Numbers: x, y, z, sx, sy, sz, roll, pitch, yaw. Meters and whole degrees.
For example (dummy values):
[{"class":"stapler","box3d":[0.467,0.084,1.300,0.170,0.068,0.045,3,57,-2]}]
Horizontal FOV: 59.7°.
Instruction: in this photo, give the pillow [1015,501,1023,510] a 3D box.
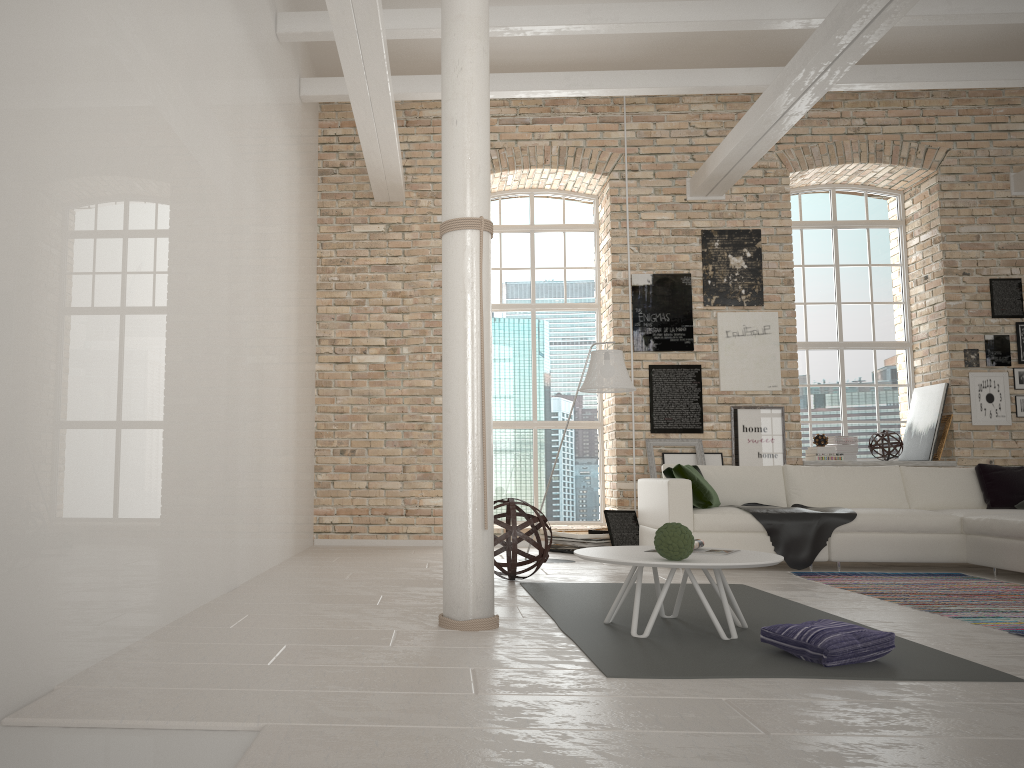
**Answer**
[{"class":"pillow","box3d":[4.096,0.810,6.754,0.334,0.305,0.425,1,-6,-11]}]

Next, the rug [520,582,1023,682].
[{"class":"rug","box3d":[0.902,1.153,4.406,1.436,0.042,2.719,1,-6,-4]}]

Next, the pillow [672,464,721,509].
[{"class":"pillow","box3d":[1.446,0.800,6.995,0.322,0.344,0.394,-3,-7,24]}]

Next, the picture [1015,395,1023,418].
[{"class":"picture","box3d":[4.942,0.216,8.584,0.177,0.213,0.011,-1,-6,3]}]

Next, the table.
[{"class":"table","box3d":[0.748,0.945,4.058,0.944,0.342,0.878,-1,-6,14]}]

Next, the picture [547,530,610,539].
[{"class":"picture","box3d":[0.794,1.373,8.205,0.748,0.048,0.614,3,-6,-22]}]

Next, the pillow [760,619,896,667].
[{"class":"pillow","box3d":[1.205,0.999,3.423,0.337,0.164,0.372,3,-6,-25]}]

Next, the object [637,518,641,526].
[{"class":"object","box3d":[1.087,1.365,7.942,0.258,0.331,0.162,2,-6,-20]}]

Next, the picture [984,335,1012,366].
[{"class":"picture","box3d":[4.716,-0.323,8.652,0.231,0.306,0.014,-1,-6,3]}]

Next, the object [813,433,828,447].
[{"class":"object","box3d":[3.067,0.561,8.861,0.150,0.137,0.135,-3,-7,27]}]

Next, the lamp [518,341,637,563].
[{"class":"lamp","box3d":[0.530,0.555,7.271,1.068,1.776,0.422,-4,-7,34]}]

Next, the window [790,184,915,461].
[{"class":"window","box3d":[3.913,-1.237,3.864,1.429,2.990,11.420,0,-6,-4]}]

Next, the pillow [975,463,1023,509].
[{"class":"pillow","box3d":[3.993,0.834,7.172,0.430,0.390,0.240,0,-6,2]}]

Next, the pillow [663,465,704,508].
[{"class":"pillow","box3d":[1.454,0.843,7.270,0.384,0.365,0.335,6,-8,-44]}]

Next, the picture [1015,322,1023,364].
[{"class":"picture","box3d":[5.045,-0.398,8.635,0.294,0.409,0.010,-1,-6,3]}]

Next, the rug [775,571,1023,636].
[{"class":"rug","box3d":[2.737,1.237,5.128,1.406,0.008,2.685,1,-6,-4]}]

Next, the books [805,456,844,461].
[{"class":"books","box3d":[3.074,0.734,8.780,0.276,0.048,0.219,0,-6,-3]}]

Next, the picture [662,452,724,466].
[{"class":"picture","box3d":[1.768,0.947,8.627,0.580,0.569,0.146,-1,-6,3]}]

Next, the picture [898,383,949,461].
[{"class":"picture","box3d":[4.115,0.395,8.918,0.245,0.764,0.587,0,-6,-3]}]

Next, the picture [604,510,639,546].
[{"class":"picture","box3d":[1.003,1.324,7.912,0.316,0.405,0.200,2,-6,-21]}]

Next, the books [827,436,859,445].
[{"class":"books","box3d":[3.324,0.575,9.076,0.293,0.085,0.238,2,-6,-19]}]

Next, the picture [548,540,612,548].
[{"class":"picture","box3d":[0.820,1.451,8.219,0.739,0.048,0.621,4,-7,-30]}]

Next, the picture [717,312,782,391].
[{"class":"picture","box3d":[2.335,-0.321,8.790,0.594,0.785,0.036,-1,-6,3]}]

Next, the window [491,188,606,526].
[{"class":"window","box3d":[0.675,-0.897,4.019,1.429,3.657,11.420,0,-6,-4]}]

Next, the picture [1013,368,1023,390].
[{"class":"picture","box3d":[4.939,-0.051,8.613,0.177,0.213,0.011,-1,-6,3]}]

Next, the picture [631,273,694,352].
[{"class":"picture","box3d":[1.498,-0.714,8.887,0.595,0.785,0.036,-1,-6,3]}]

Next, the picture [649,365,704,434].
[{"class":"picture","box3d":[1.615,0.149,8.803,0.515,0.681,0.064,-1,-6,3]}]

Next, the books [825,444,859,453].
[{"class":"books","box3d":[3.334,0.660,9.074,0.236,0.088,0.320,1,-6,-7]}]

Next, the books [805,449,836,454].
[{"class":"books","box3d":[3.043,0.669,8.801,0.198,0.041,0.199,2,-6,-14]}]

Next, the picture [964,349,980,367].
[{"class":"picture","box3d":[4.465,-0.251,8.660,0.136,0.179,0.008,-1,-6,8]}]

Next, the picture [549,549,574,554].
[{"class":"picture","box3d":[0.794,1.524,8.198,0.733,0.048,0.627,5,-8,-40]}]

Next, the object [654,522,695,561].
[{"class":"object","box3d":[0.684,0.665,3.755,0.153,0.164,0.172,2,-7,-24]}]

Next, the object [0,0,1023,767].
[{"class":"object","box3d":[3.479,-1.276,3.922,10.178,4.801,11.819,0,-6,-1]}]

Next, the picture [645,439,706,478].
[{"class":"picture","box3d":[1.595,0.813,8.585,0.548,0.582,0.281,0,-6,2]}]

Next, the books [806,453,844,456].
[{"class":"books","box3d":[3.077,0.698,8.784,0.270,0.024,0.219,1,-6,-3]}]

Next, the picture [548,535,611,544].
[{"class":"picture","box3d":[0.792,1.413,8.229,0.731,0.048,0.627,5,-8,-42]}]

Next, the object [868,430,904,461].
[{"class":"object","box3d":[3.675,0.605,8.768,0.300,0.308,0.312,1,-6,-9]}]

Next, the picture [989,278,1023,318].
[{"class":"picture","box3d":[4.827,-0.837,8.698,0.298,0.394,0.018,-1,-6,3]}]

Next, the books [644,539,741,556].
[{"class":"books","box3d":[0.851,0.765,4.201,0.396,0.048,0.287,-3,-7,29]}]

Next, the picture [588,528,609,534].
[{"class":"picture","box3d":[0.906,1.354,8.227,0.306,0.048,0.364,-3,-7,27]}]

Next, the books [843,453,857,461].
[{"class":"books","box3d":[3.335,0.743,9.064,0.241,0.088,0.313,0,-6,3]}]

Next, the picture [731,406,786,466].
[{"class":"picture","box3d":[2.404,0.593,8.691,0.522,0.756,0.012,-1,-6,3]}]

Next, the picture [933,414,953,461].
[{"class":"picture","box3d":[4.161,0.536,8.745,0.173,0.460,0.362,0,-6,-4]}]

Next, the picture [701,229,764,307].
[{"class":"picture","box3d":[2.197,-1.159,8.905,0.593,0.784,0.036,-1,-6,3]}]

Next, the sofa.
[{"class":"sofa","box3d":[2.815,1.000,6.527,3.300,0.842,2.159,0,-6,1]}]

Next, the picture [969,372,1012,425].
[{"class":"picture","box3d":[4.617,0.142,8.606,0.369,0.514,0.013,-1,-6,3]}]

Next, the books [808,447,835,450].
[{"class":"books","box3d":[3.050,0.635,8.804,0.180,0.030,0.180,1,-6,-12]}]

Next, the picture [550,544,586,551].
[{"class":"picture","box3d":[0.783,1.491,8.235,0.627,0.048,0.732,-4,-7,35]}]

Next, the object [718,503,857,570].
[{"class":"object","box3d":[2.096,1.165,6.901,0.896,0.464,0.776,0,-6,-2]}]

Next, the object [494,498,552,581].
[{"class":"object","box3d":[-0.004,1.035,5.958,0.512,0.543,0.571,3,-7,-25]}]
